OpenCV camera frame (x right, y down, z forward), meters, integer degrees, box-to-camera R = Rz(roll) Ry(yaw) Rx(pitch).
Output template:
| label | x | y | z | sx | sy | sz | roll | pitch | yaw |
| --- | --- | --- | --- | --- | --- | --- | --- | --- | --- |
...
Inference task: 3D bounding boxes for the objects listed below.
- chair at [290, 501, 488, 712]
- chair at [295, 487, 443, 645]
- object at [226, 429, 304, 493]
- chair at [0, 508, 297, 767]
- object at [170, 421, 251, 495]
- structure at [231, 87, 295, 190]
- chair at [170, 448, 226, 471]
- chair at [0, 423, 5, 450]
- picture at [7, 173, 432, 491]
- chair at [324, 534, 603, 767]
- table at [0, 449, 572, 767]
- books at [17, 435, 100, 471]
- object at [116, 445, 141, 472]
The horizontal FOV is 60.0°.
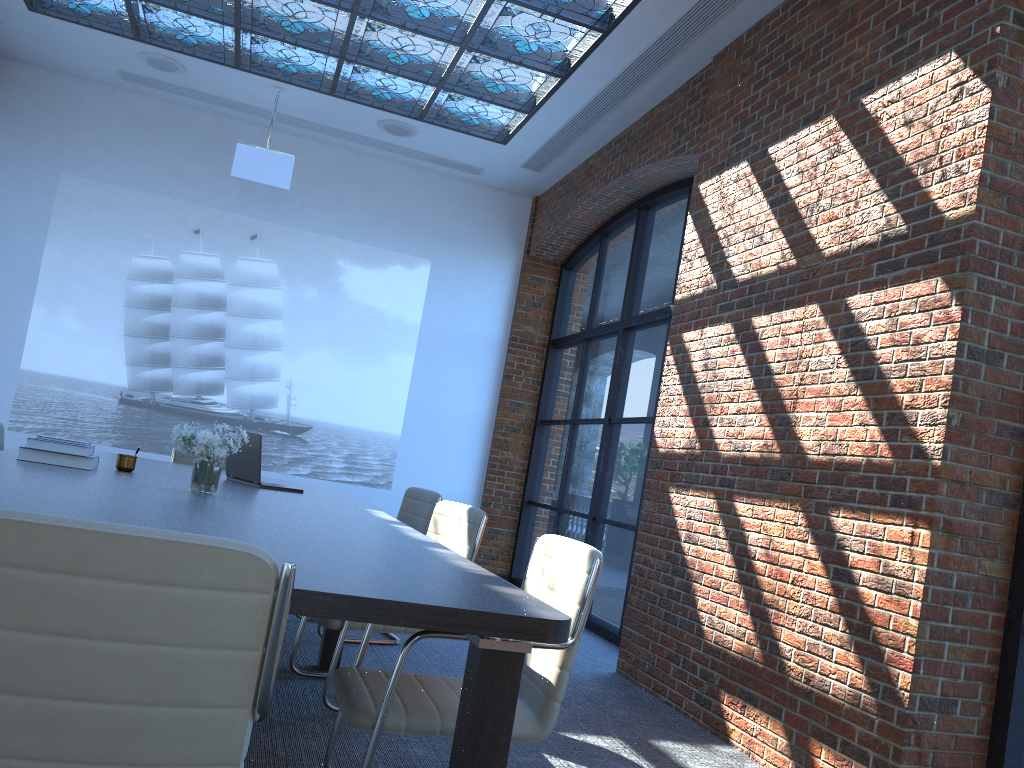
| label | x | y | z | sx | sy | sz | roll | pitch | yaw |
| --- | --- | --- | --- | --- | --- | --- | --- | --- | --- |
| chair | -0.578 | 0.966 | 4.057 | 0.709 | 0.920 | 0.560 | 12 | -5 | -28 |
| chair | -0.886 | 1.051 | 5.370 | 0.709 | 0.920 | 0.560 | 12 | -5 | -28 |
| object | -1.362 | 0.425 | 4.892 | 0.324 | 0.282 | 0.389 | 14 | -7 | -43 |
| chair | -0.773 | 0.680 | 1.621 | 0.561 | 0.920 | 0.707 | 11 | -5 | -17 |
| object | -1.283 | 0.301 | 3.715 | 0.329 | 0.309 | 0.337 | 10 | -5 | -6 |
| structure | -2.038 | -2.071 | 7.442 | 0.469 | 0.892 | 0.391 | 11 | -4 | -17 |
| chair | -1.985 | 0.914 | 5.836 | 0.562 | 0.920 | 0.706 | 12 | -5 | -28 |
| chair | -2.545 | 0.709 | 4.773 | 0.708 | 0.920 | 0.560 | 11 | -5 | -22 |
| picture | -2.643 | -0.420 | 8.420 | 3.468 | 2.354 | 0.024 | 11 | -4 | -17 |
| chair | -0.174 | 0.898 | 2.749 | 0.708 | 0.920 | 0.560 | 11 | -4 | -17 |
| table | -1.433 | 0.848 | 3.750 | 1.813 | 0.807 | 4.508 | 11 | -6 | -16 |
| books | -2.011 | 0.301 | 3.950 | 0.295 | 0.114 | 0.255 | 11 | -6 | -18 |
| object | -1.832 | 0.346 | 4.221 | 0.092 | 0.142 | 0.091 | 13 | -5 | -39 |
